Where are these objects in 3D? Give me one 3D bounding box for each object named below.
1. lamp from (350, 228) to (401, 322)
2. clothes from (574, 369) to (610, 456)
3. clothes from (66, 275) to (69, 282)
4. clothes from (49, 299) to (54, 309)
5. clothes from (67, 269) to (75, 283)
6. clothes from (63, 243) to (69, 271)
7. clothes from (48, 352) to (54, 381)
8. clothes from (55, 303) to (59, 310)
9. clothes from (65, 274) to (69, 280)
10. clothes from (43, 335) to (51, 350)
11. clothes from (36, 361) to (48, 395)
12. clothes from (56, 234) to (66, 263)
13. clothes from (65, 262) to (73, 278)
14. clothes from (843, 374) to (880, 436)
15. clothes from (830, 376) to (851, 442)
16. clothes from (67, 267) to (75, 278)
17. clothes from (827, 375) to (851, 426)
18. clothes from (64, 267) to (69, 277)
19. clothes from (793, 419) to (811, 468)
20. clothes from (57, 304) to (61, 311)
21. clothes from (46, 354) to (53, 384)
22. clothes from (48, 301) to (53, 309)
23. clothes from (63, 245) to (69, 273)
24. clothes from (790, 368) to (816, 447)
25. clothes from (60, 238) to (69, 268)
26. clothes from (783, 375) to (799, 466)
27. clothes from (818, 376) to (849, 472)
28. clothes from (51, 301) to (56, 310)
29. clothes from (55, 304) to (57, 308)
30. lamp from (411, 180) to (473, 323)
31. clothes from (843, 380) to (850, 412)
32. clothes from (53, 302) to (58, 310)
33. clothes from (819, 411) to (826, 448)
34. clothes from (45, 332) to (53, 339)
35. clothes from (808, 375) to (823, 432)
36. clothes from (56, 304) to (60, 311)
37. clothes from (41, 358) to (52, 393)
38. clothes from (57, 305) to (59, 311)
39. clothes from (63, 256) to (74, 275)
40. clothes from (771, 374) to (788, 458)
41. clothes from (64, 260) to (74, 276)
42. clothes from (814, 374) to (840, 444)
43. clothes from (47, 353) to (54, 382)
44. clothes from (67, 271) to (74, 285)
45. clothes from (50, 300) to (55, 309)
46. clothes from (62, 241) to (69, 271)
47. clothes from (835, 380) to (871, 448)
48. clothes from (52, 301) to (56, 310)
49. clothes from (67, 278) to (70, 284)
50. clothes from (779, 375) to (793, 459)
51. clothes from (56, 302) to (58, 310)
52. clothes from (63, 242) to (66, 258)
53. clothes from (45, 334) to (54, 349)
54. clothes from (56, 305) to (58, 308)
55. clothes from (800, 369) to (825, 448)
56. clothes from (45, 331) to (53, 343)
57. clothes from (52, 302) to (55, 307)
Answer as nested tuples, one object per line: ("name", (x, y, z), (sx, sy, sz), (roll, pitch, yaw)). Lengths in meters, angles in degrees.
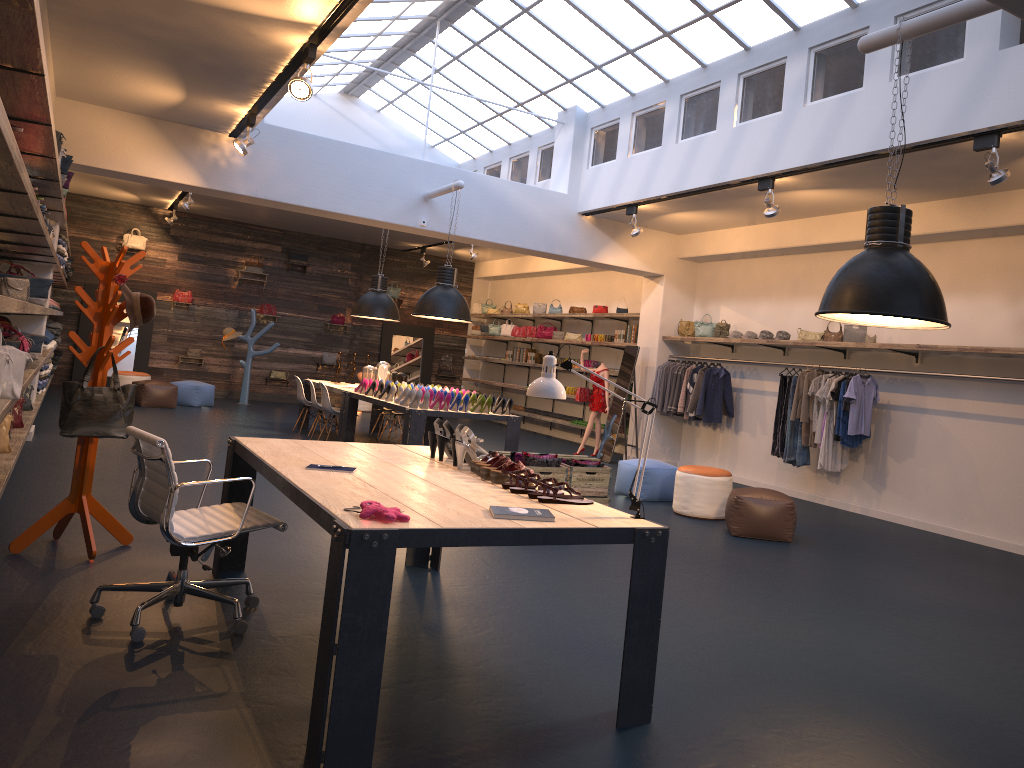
("lamp", (-1.853, -1.751, 12.390), (0.689, 1.655, 0.707), (6, -3, 8))
("clothes", (1.312, 0.438, 13.554), (0.496, 1.392, 0.320), (9, -4, -42))
("clothes", (-7.255, -1.769, 13.739), (0.438, 0.252, 0.328), (6, 0, -20))
("clothes", (-5.857, -1.008, 10.729), (0.343, 0.155, 0.326), (6, 1, -34))
("clothes", (-7.654, -1.857, 14.697), (0.393, 0.300, 0.296), (7, -1, -40))
("clothes", (-5.840, -1.644, 11.057), (0.282, 0.458, 0.316), (7, -2, -15))
("clothes", (-6.145, -0.228, 11.271), (0.282, 0.458, 0.316), (7, -2, -15))
("clothes", (-7.373, -1.244, 13.766), (0.343, 0.155, 0.326), (6, 1, -34))
("clothes", (-6.917, -1.716, 13.061), (0.438, 0.252, 0.328), (6, 0, -20))
("clothes", (-5.702, -0.530, 10.248), (0.454, 0.241, 0.398), (6, 0, -29))
("clothes", (-5.429, -0.099, 9.814), (0.269, 0.413, 0.299), (7, -2, -22))
("clothes", (-5.275, -1.538, 9.901), (0.269, 0.413, 0.299), (7, -2, -22))
("clothes", (-6.650, -1.700, 12.683), (0.373, 0.300, 0.287), (7, -1, -23))
("clothes", (3.958, 0.236, 9.786), (0.588, 0.703, 0.114), (7, -3, -32))
("clothes", (3.853, 0.291, 9.966), (0.600, 0.755, 0.128), (7, -3, -29))
("clothes", (-7.508, -1.835, 14.431), (0.395, 0.300, 0.304), (7, -1, -26))
("clothes", (3.844, 0.195, 10.025), (0.558, 0.589, 0.072), (7, -3, -31))
("clothes", (-6.513, -1.679, 12.410), (0.377, 0.300, 0.284), (7, -1, -29))
("clothes", (3.552, 0.450, 10.597), (0.218, 1.142, 0.219), (8, -4, -21))
("clothes", (-7.989, -1.341, 15.001), (0.343, 0.155, 0.326), (6, 1, -34))
("clothes", (-5.858, -0.184, 10.697), (0.282, 0.458, 0.316), (7, -2, -15))
("clothes", (-5.740, -0.982, 10.438), (0.363, 0.160, 0.308), (6, 0, -8))
("clothes", (-5.990, -1.667, 11.358), (0.282, 0.458, 0.316), (7, -2, -15))
("clothes", (3.595, 0.285, 10.487), (0.559, 0.952, 0.170), (8, -3, -34))
("clothes", (-5.396, -1.558, 10.206), (0.269, 0.413, 0.299), (7, -2, -22))
("clothes", (3.452, 0.438, 10.611), (0.144, 1.142, 0.248), (4, -4, 42))
("clothes", (3.778, 0.470, 10.092), (0.536, 1.115, 0.120), (8, -4, -32))
("clothes", (-6.348, -1.077, 11.656), (0.363, 0.160, 0.308), (6, 0, -8))
("clothes", (-6.648, -1.123, 12.257), (0.363, 0.160, 0.308), (6, 0, -8))
("lamp", (-0.723, -1.574, 10.130), (0.753, 1.655, 0.643), (9, -3, -37))
("clothes", (3.902, 0.154, 9.863), (0.489, 0.373, 0.128), (7, -2, -32))
("clothes", (-6.765, -1.150, 12.549), (0.343, 0.155, 0.326), (6, 1, -34))
("clothes", (3.755, 0.392, 10.145), (0.353, 0.881, 0.086), (8, -4, -29))
("clothes", (-6.053, -0.585, 10.952), (0.454, 0.241, 0.398), (6, 0, -29))
("clothes", (3.706, 0.241, 10.271), (0.589, 0.689, 0.108), (7, -3, -32))
("clothes", (-7.572, -1.268, 14.109), (0.363, 0.160, 0.308), (6, 0, -8))
("clothes", (-5.550, -0.119, 10.119), (0.269, 0.413, 0.299), (7, -2, -22))
("clothes", (-7.256, -1.218, 13.474), (0.363, 0.160, 0.308), (6, 0, -8))
("clothes", (-6.231, -1.635, 11.871), (0.395, 0.300, 0.304), (7, -1, -26))
("clothes", (3.371, 0.400, 10.868), (0.246, 1.053, 0.137), (9, -4, -30))
("clothes", (-6.376, -1.658, 12.138), (0.393, 0.300, 0.296), (7, -1, -40))
("clothes", (3.740, 0.298, 10.195), (0.547, 0.835, 0.131), (8, -3, -28))
("clothes", (-5.994, -0.205, 10.970), (0.282, 0.458, 0.316), (7, -2, -15))
("clothes", (-7.927, -1.899, 15.243), (0.373, 0.300, 0.287), (7, -1, -23))
("clothes", (-6.157, -1.055, 11.330), (0.343, 0.155, 0.326), (6, 1, -34))
("clothes", (-5.704, -1.622, 10.784), (0.282, 0.458, 0.316), (7, -2, -15))
("clothes", (3.900, 0.344, 9.880), (0.523, 0.773, 0.116), (8, -3, -32))
("clothes", (-6.465, -1.103, 11.948), (0.343, 0.155, 0.326), (6, 1, -34))
("clothes", (-7.790, -1.878, 14.969), (0.377, 0.300, 0.284), (7, -1, -29))
("clothes", (3.448, 0.416, 10.747), (0.246, 1.053, 0.137), (9, -4, -30))
("clothes", (-7.073, -1.197, 13.165), (0.343, 0.155, 0.326), (6, 1, -34))
("clothes", (-5.557, -1.582, 10.467), (0.269, 0.413, 0.299), (7, -2, -22))
("clothes", (-5.887, -0.559, 10.617), (0.441, 0.241, 0.411), (6, 0, -13))
("clothes", (-6.956, -1.171, 12.873), (0.363, 0.160, 0.308), (6, 0, -8))
("clothes", (3.636, 0.292, 10.393), (0.559, 0.952, 0.170), (8, -3, -34))
("clothes", (-6.224, -0.611, 11.294), (0.454, 0.241, 0.398), (6, 0, -29))
("clothes", (-6.040, -1.028, 11.039), (0.363, 0.160, 0.308), (6, 0, -8))
